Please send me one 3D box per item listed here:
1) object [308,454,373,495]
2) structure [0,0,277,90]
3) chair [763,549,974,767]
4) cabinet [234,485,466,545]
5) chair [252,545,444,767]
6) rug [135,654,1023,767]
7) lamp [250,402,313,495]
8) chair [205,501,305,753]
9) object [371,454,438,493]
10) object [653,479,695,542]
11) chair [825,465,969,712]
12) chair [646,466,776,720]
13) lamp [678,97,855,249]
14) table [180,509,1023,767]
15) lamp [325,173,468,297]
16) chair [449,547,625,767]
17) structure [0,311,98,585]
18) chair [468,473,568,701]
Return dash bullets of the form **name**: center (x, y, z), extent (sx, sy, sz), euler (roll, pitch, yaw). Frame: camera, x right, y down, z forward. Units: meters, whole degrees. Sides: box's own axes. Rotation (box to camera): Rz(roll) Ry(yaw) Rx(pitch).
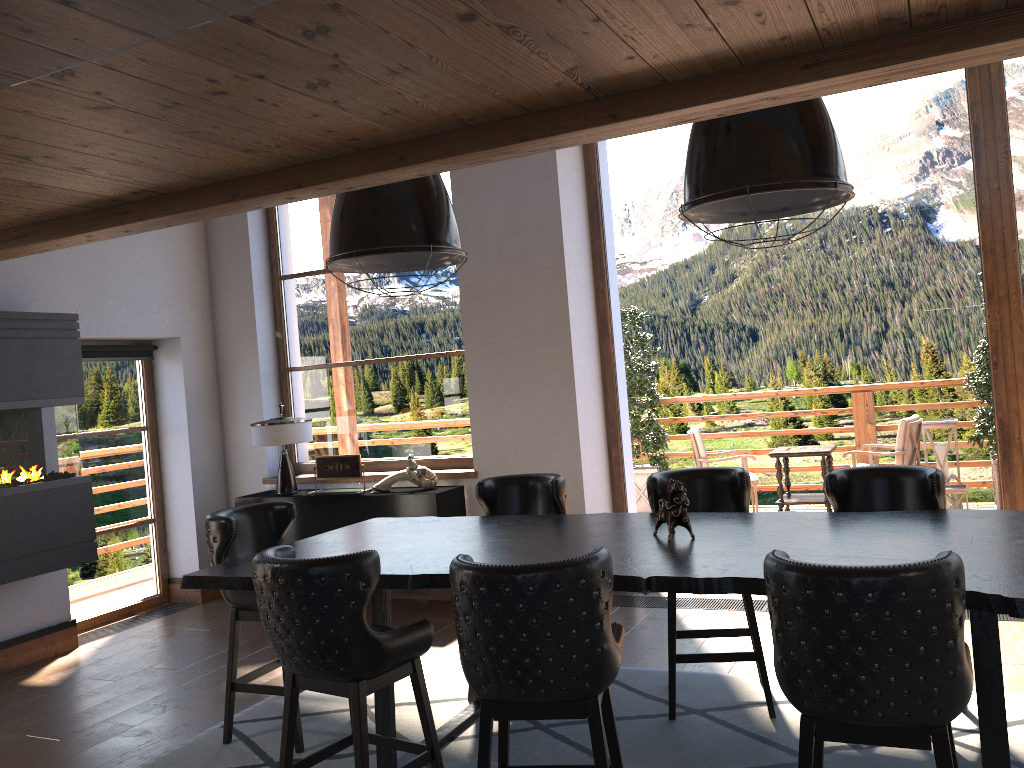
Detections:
- **object**: center (-1.320, 0.686, 6.762), extent (0.495, 0.287, 0.151), euler (-5, 0, 25)
- **structure**: center (-0.315, -0.510, 0.322), extent (3.219, 0.476, 0.718), euler (-5, 0, 25)
- **chair**: center (0.989, 0.982, 2.405), extent (0.499, 1.092, 0.573), euler (-5, 0, 25)
- **cabinet**: center (-1.250, 1.153, 6.797), extent (1.848, 0.655, 0.406), euler (-5, 0, 25)
- **chair**: center (-0.595, 1.116, 3.173), extent (0.498, 1.092, 0.575), euler (-5, 0, 35)
- **rug**: center (0.987, 1.524, 3.263), extent (5.577, 0.047, 2.576), euler (-4, 0, 25)
- **lamp**: center (-1.801, 0.505, 6.993), extent (0.464, 0.725, 0.475), euler (-5, 0, 35)
- **chair**: center (-1.147, 1.143, 4.292), extent (0.563, 1.092, 0.509), euler (-5, 0, 25)
- **object**: center (-0.806, 0.660, 6.561), extent (0.501, 0.262, 0.180), euler (-5, 0, -6)
- **object**: center (0.644, 0.498, 3.577), extent (0.116, 0.253, 0.220), euler (-5, 0, -11)
- **chair**: center (1.641, 0.928, 3.850), extent (0.498, 1.092, 0.575), euler (-5, 0, 35)
- **chair**: center (0.937, 0.973, 4.255), extent (0.502, 1.092, 0.570), euler (-5, 0, 10)
- **lamp**: center (0.738, -2.839, 3.232), extent (0.626, 4.685, 0.616), euler (-5, 0, -19)
- **table**: center (0.688, 1.091, 3.456), extent (3.760, 0.950, 1.443), euler (-5, 0, 25)
- **lamp**: center (-0.684, -2.727, 3.905), extent (0.626, 4.685, 0.616), euler (-5, 0, -19)
- **chair**: center (0.108, 1.051, 2.767), extent (0.502, 1.092, 0.570), euler (-5, 0, 10)
- **structure**: center (-3.339, 0.398, 5.349), extent (0.429, 1.649, 1.458), euler (-5, 0, 26)
- **chair**: center (0.055, 1.043, 4.618), extent (0.499, 1.092, 0.573), euler (-5, 0, 25)
